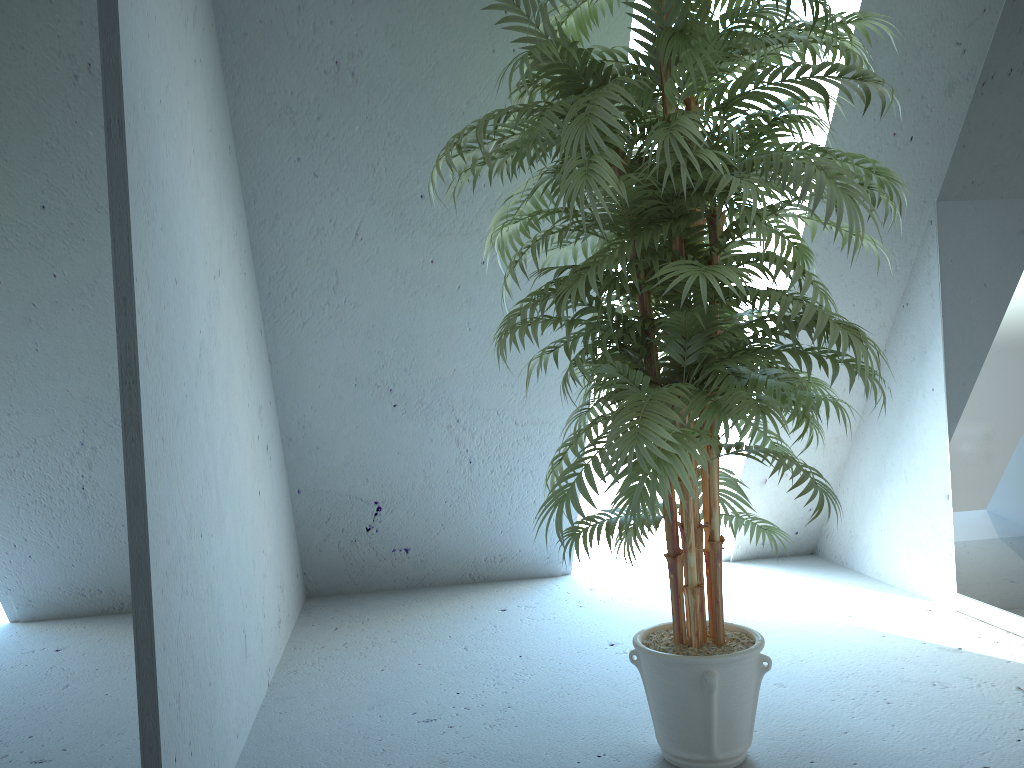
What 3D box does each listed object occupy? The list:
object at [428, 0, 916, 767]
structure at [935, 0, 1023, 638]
[{"bbox_3d":[0.367,-0.199,1.964,1.020,2.034,0.980,-3,0,41],"label":"object"},{"bbox_3d":[1.961,-0.326,2.101,1.184,2.114,1.835,-3,0,-8],"label":"structure"}]
